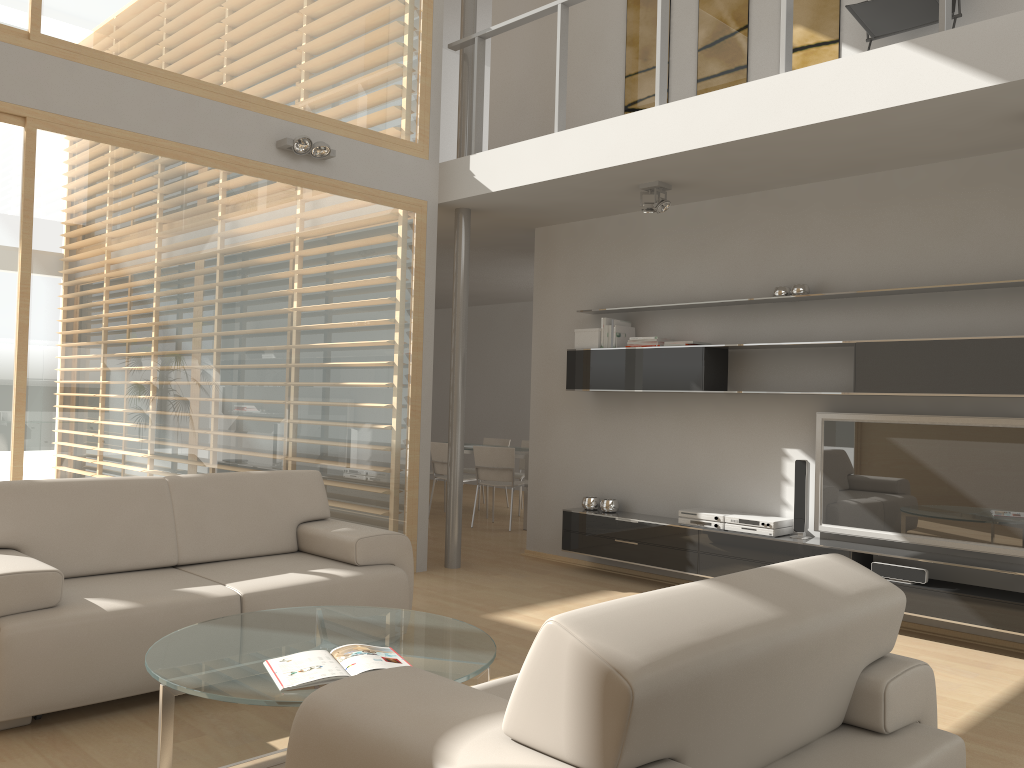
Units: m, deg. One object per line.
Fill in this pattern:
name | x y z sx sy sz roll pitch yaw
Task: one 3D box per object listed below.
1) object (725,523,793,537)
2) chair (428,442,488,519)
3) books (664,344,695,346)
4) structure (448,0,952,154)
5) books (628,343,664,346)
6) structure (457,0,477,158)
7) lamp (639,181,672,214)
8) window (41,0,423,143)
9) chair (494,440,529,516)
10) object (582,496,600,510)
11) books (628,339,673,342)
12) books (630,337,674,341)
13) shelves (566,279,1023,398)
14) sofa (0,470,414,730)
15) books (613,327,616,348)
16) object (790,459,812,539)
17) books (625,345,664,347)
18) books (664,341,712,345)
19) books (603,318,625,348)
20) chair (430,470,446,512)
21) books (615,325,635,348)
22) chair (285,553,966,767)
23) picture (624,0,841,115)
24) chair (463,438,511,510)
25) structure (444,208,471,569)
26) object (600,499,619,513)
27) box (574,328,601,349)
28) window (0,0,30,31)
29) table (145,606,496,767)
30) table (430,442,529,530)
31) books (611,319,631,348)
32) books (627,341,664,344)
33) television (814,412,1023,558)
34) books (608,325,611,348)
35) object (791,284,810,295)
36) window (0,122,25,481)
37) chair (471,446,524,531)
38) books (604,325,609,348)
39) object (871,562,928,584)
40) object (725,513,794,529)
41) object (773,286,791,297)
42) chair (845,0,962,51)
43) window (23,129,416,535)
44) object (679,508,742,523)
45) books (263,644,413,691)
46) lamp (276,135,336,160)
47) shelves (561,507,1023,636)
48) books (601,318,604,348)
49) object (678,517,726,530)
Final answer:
object | 1.577 0.926 5.673 0.349 0.049 0.250 0 -2 45
chair | -0.569 1.026 9.439 0.455 0.807 0.501 1 -2 40
books | 1.200 -0.259 6.094 0.254 0.015 0.190 3 -2 -39
structure | 1.452 -2.064 4.717 5.400 0.900 0.080 0 -2 45
books | 0.985 -0.272 6.289 0.190 0.011 0.268 3 -2 -44
structure | -0.328 -2.821 6.751 0.121 2.400 0.122 1 -1 33
lamp | 0.939 -1.207 5.800 0.214 0.195 0.150 0 -2 45
window | -1.543 -2.881 5.546 0.020 2.200 2.525 0 -2 45
chair | 0.113 1.060 10.112 0.455 0.807 0.501 0 -2 45
object | 0.596 0.899 6.682 0.143 0.091 0.143 2 -1 -13
books | 0.981 -0.301 6.288 0.190 0.015 0.254 3 -2 -44
books | 0.993 -0.316 6.295 0.227 0.017 0.230 1 -2 40
shelves | 2.016 -0.089 5.277 4.236 0.914 0.300 0 -2 45
sofa | -1.536 0.866 4.142 1.168 0.846 2.093 0 -2 45
books | 0.812 -0.333 6.492 0.009 0.156 0.207 0 -2 45
object | 1.797 0.712 5.505 0.111 0.483 0.116 1 -2 41
books | 0.987 -0.260 6.286 0.297 0.013 0.210 0 -2 45
books | 1.207 -0.276 6.082 0.230 0.017 0.227 0 -2 45
books | 0.757 -0.368 6.564 0.017 0.227 0.230 0 -2 45
chair | -1.057 1.023 9.960 0.501 0.807 0.455 2 -2 -35
books | 0.832 -0.338 6.491 0.023 0.169 0.230 0 -2 45
chair | 0.324 0.878 2.281 1.165 0.846 1.562 0 -2 45
picture | 1.474 -2.871 6.158 1.684 1.800 0.010 0 -2 45
chair | -0.349 1.056 10.558 0.455 0.807 0.501 0 -2 45
structure | -0.408 0.027 6.690 0.121 2.700 0.122 1 -1 33
object | 0.722 0.900 6.557 0.143 0.091 0.143 2 -1 -13
box | 0.629 -0.331 6.639 0.232 0.149 0.232 0 -2 45
window | -3.373 -2.972 3.737 0.020 2.200 2.525 0 -2 45
table | -0.660 1.109 3.145 1.198 0.370 1.198 2 -1 -28
table | -0.294 1.071 9.792 2.199 0.746 0.900 0 -2 45
books | 0.800 -0.359 6.503 0.021 0.210 0.207 0 -2 45
books | 0.977 -0.285 6.295 0.254 0.015 0.190 1 -2 41
television | 2.334 0.545 5.074 1.224 0.735 0.096 0 -2 45
books | 0.791 -0.339 6.528 0.027 0.169 0.230 0 -2 45
object | 1.807 -0.587 5.561 0.115 0.081 0.115 1 -1 26
window | -3.454 -0.124 3.675 0.020 2.500 2.525 0 -2 45
chair | -0.098 1.028 8.913 0.455 0.807 0.501 1 -1 25
books | 0.766 -0.339 6.542 0.027 0.169 0.230 0 -2 45
object | 2.168 1.056 4.943 0.300 0.092 0.085 0 -2 45
object | 1.574 0.877 5.670 0.349 0.049 0.262 0 -2 45
object | 1.733 -0.586 5.694 0.115 0.081 0.115 1 -1 26
chair | 2.199 -2.000 4.966 0.628 0.825 0.537 0 -2 45
window | -1.623 -0.033 5.484 0.020 2.500 2.525 0 -2 45
object | 1.322 0.875 5.920 0.349 0.049 0.262 0 -2 45
books | -0.552 0.903 2.861 0.440 0.037 0.297 2 -1 -25
lamp | -1.295 -1.501 5.656 0.183 0.110 0.360 0 -2 45
shelves | 1.982 1.109 5.251 4.236 0.312 0.300 0 -2 45
books | 0.739 -0.368 6.572 0.017 0.227 0.230 0 -2 45
object | 1.321 0.924 5.919 0.349 0.049 0.262 0 -2 45
